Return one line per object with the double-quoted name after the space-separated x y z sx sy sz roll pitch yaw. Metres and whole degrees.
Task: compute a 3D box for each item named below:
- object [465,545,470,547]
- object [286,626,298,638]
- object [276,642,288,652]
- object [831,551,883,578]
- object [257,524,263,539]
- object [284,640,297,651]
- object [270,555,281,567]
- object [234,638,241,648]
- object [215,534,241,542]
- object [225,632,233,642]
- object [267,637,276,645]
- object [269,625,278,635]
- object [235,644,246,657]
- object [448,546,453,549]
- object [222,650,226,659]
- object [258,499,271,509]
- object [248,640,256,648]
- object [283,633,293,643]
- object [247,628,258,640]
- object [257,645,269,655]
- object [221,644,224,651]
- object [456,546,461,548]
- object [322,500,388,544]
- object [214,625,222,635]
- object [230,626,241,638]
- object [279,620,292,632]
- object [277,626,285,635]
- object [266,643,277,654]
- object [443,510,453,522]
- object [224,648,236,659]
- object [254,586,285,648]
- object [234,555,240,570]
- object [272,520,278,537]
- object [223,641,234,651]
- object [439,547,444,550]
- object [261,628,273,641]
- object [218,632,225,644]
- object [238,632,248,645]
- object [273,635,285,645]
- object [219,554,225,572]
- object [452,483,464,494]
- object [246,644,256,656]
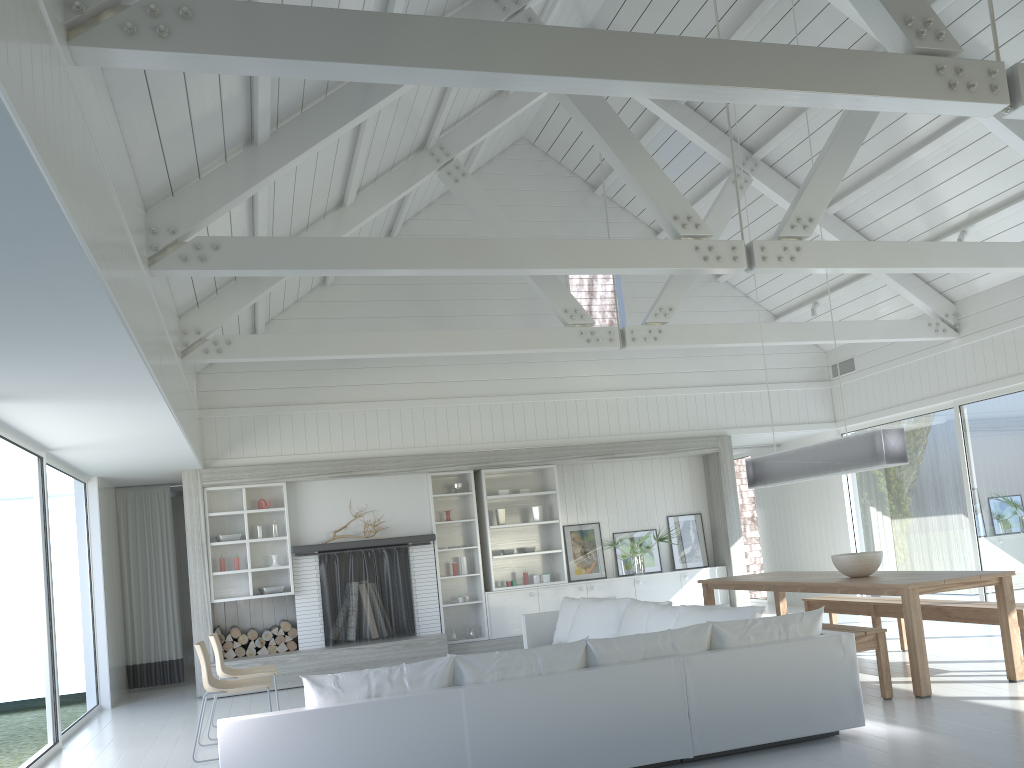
-0.533 1.948 10.596 0.054 0.025 0.055 -3 -10 -17 "object"
-2.486 2.796 9.943 0.109 0.108 0.501 -3 -10 -18 "object"
-2.596 2.952 9.911 0.134 0.145 0.555 -3 -10 -17 "object"
2.751 1.440 7.007 0.388 0.183 0.395 -1 -10 -25 "object"
-2.796 1.621 9.769 0.054 0.194 0.055 -4 -5 -16 "object"
-2.494 2.930 9.927 0.110 0.110 0.501 -3 -10 -18 "object"
-2.629 1.962 9.779 0.136 0.129 0.139 -1 -9 -29 "object"
-3.045 2.869 9.766 0.080 0.079 0.484 -3 -11 -18 "object"
-3.116 1.698 9.684 0.242 0.072 0.245 1 -12 -31 "object"
-3.128 2.790 9.743 0.080 0.079 0.484 -3 -11 -18 "object"
-2.693 2.866 9.861 0.080 0.079 0.484 -3 -11 -18 "object"
-2.670 2.760 9.879 0.086 0.090 0.485 -3 -10 -18 "object"
-3.014 2.952 9.774 0.110 0.110 0.501 -3 -10 -18 "object"
-0.730 1.935 10.425 0.054 0.025 0.055 -3 -10 -17 "object"
-3.211 2.982 9.721 0.108 0.105 0.521 -3 -10 -18 "object"
-2.761 1.336 9.798 0.233 0.126 0.059 -10 -7 28 "object"
-2.897 2.875 9.801 0.080 0.079 0.484 -3 -11 -18 "object"
-2.525 2.847 9.919 0.080 0.079 0.484 -3 -11 -18 "object"
-2.896 2.784 9.825 0.109 0.108 0.501 -3 -10 -18 "object"
-2.785 2.978 9.854 0.134 0.145 0.555 -3 -10 -17 "object"
-3.213 2.888 9.708 0.080 0.079 0.484 -3 -11 -18 "object"
-0.631 1.941 10.511 0.054 0.025 0.055 -3 -10 -17 "object"
-1.706 1.530 9.947 0.462 0.498 0.784 -12 -11 42 "object"
-3.245 2.712 9.717 0.080 0.079 0.484 -3 -11 -18 "object"
-3.066 2.748 9.780 0.110 0.110 0.501 -3 -10 -18 "object"
-2.555 2.720 9.931 0.110 0.110 0.501 -3 -10 -18 "object"
-2.608 2.768 9.896 0.080 0.079 0.484 -3 -11 -18 "object"
-2.691 2.960 9.875 0.108 0.105 0.521 -3 -10 -18 "object"
-0.758 1.571 10.470 0.138 0.129 0.137 -9 -8 26 "object"
-3.116 2.974 9.758 0.134 0.145 0.555 -3 -10 -17 "object"
-2.765 2.597 9.845 0.340 0.638 0.620 -2 -8 -32 "object"
-3.020 1.946 9.670 0.054 0.194 0.055 -4 -5 -16 "object"
-2.638 1.615 9.815 0.054 0.194 0.055 -4 -5 -16 "object"
-3.135 2.883 9.745 0.109 0.108 0.501 -3 -10 -18 "object"
-0.828 1.929 10.340 0.054 0.025 0.055 -3 -10 -17 "object"
-2.747 2.804 9.866 0.109 0.108 0.501 -3 -10 -18 "object"
-3.223 2.802 9.728 0.109 0.108 0.501 -3 -10 -18 "object"
-2.991 2.822 9.793 0.109 0.108 0.501 -3 -10 -18 "object"
-2.615 2.861 9.898 0.109 0.108 0.501 -3 -10 -18 "object"
-3.165 1.952 9.627 0.054 0.194 0.055 -4 -5 -16 "object"
-0.648 1.248 10.508 0.162 0.123 0.163 -8 -9 16 "object"
-2.908 2.949 9.813 0.105 0.114 0.524 -3 -10 -17 "object"
